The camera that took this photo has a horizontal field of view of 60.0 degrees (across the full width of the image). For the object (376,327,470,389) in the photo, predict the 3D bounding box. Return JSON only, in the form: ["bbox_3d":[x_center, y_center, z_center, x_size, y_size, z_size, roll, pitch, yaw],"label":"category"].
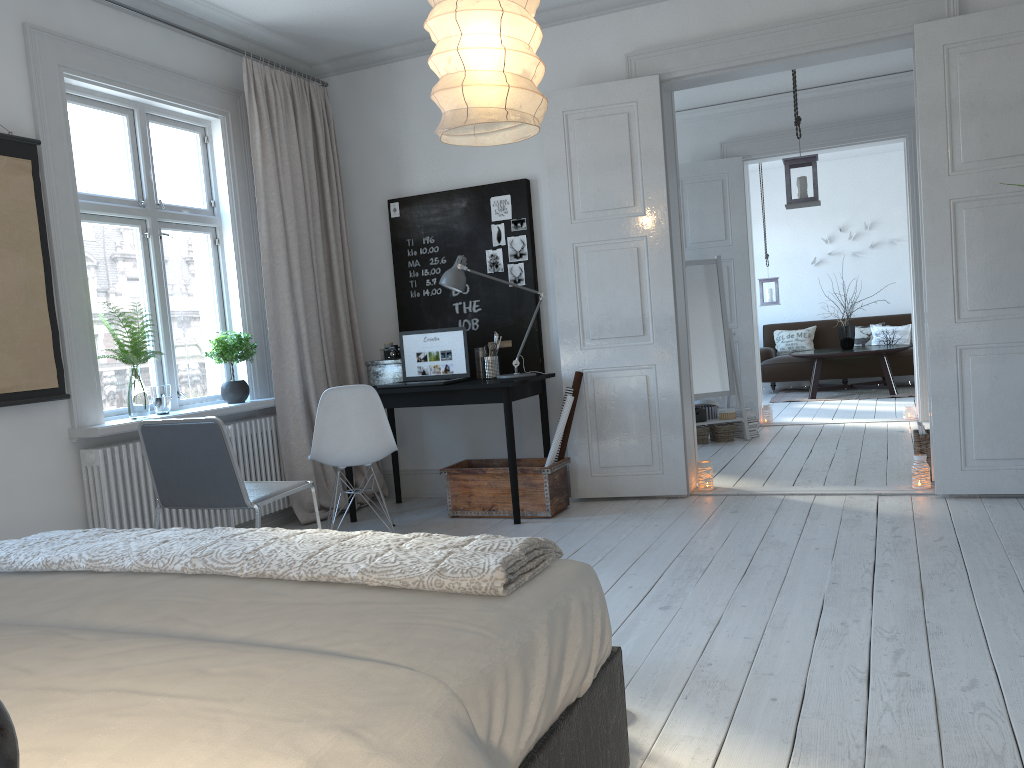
[{"bbox_3d":[-0.517,-0.150,5.059,0.446,0.316,0.325,-3,4,23],"label":"object"}]

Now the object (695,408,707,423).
[{"bbox_3d":[1.450,0.253,7.120,0.165,0.103,0.155,-6,4,-12],"label":"object"}]

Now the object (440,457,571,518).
[{"bbox_3d":[-0.027,0.589,5.029,0.665,0.283,0.339,-3,4,23],"label":"object"}]

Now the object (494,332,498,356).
[{"bbox_3d":[-0.100,-0.170,5.196,0.062,0.264,0.012,-7,5,-24],"label":"object"}]

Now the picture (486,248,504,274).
[{"bbox_3d":[-0.104,-0.741,5.341,0.107,0.150,0.001,-3,5,23],"label":"picture"}]

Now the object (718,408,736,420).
[{"bbox_3d":[1.734,0.242,7.145,0.142,0.075,0.142,-4,4,7],"label":"object"}]

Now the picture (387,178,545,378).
[{"bbox_3d":[-0.295,-0.606,5.470,0.953,1.174,0.063,-3,5,23],"label":"picture"}]

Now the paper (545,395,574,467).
[{"bbox_3d":[0.228,0.382,4.930,0.283,0.627,0.041,-5,4,2],"label":"paper"}]

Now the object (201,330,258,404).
[{"bbox_3d":[-1.556,-0.096,4.916,0.309,0.407,0.271,-6,4,-17],"label":"object"}]

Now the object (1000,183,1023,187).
[{"bbox_3d":[2.267,-0.122,3.068,0.288,1.556,1.043,-8,5,-37],"label":"object"}]

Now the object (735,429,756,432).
[{"bbox_3d":[1.907,0.375,7.290,0.111,0.014,0.156,-6,4,-24],"label":"object"}]

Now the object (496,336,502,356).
[{"bbox_3d":[-0.091,-0.157,5.178,0.084,0.240,0.009,-5,4,0],"label":"object"}]

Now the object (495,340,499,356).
[{"bbox_3d":[-0.099,-0.148,5.188,0.082,0.222,0.009,-8,6,-37],"label":"object"}]

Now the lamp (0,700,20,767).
[{"bbox_3d":[-0.090,0.565,0.094,0.826,0.937,0.449,-1,6,41],"label":"lamp"}]

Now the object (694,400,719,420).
[{"bbox_3d":[1.596,0.202,7.303,0.207,0.159,0.240,-2,4,31],"label":"object"}]

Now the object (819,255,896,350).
[{"bbox_3d":[3.838,-0.919,9.876,0.845,1.067,0.525,-5,4,-6],"label":"object"}]

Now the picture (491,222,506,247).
[{"bbox_3d":[-0.081,-0.894,5.315,0.083,0.146,0.002,-3,5,23],"label":"picture"}]

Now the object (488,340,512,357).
[{"bbox_3d":[-0.064,-0.148,5.225,0.138,0.209,0.034,-4,4,3],"label":"object"}]

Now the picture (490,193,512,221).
[{"bbox_3d":[-0.064,-1.055,5.288,0.148,0.154,0.004,-3,5,23],"label":"picture"}]

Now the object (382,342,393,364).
[{"bbox_3d":[-0.778,-0.185,5.421,0.056,0.130,0.167,-3,4,22],"label":"object"}]

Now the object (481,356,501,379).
[{"bbox_3d":[-0.124,-0.097,5.198,0.108,0.129,0.108,-2,5,38],"label":"object"}]

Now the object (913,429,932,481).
[{"bbox_3d":[2.421,0.397,5.008,0.270,0.265,0.223,-3,4,23],"label":"object"}]

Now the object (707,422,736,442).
[{"bbox_3d":[1.700,0.391,7.194,0.185,0.140,0.295,-5,4,-5],"label":"object"}]

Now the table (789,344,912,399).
[{"bbox_3d":[3.827,-0.142,10.038,1.300,0.504,1.298,-4,4,13],"label":"table"}]

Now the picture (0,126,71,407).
[{"bbox_3d":[-2.188,-0.551,3.548,0.057,1.315,0.791,-3,5,23],"label":"picture"}]

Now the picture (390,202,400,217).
[{"bbox_3d":[-0.736,-1.094,5.571,0.061,0.088,0.004,-3,5,20],"label":"picture"}]

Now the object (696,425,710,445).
[{"bbox_3d":[1.488,0.410,7.170,0.185,0.140,0.295,-5,4,-5],"label":"object"}]

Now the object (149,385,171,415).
[{"bbox_3d":[-1.754,0.080,4.436,0.097,0.146,0.097,-2,5,29],"label":"object"}]

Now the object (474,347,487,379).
[{"bbox_3d":[-0.180,-0.123,5.297,0.079,0.188,0.078,-5,4,2],"label":"object"}]

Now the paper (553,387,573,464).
[{"bbox_3d":[0.249,0.359,4.983,0.266,0.670,0.043,-6,5,-21],"label":"paper"}]

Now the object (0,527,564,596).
[{"bbox_3d":[-0.612,0.393,2.065,1.460,0.104,0.404,-3,4,23],"label":"object"}]

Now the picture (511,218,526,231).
[{"bbox_3d":[0.039,-0.947,5.258,0.095,0.071,0.001,-3,5,23],"label":"picture"}]

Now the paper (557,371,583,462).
[{"bbox_3d":[0.298,0.309,5.034,0.297,0.748,0.048,-6,5,-21],"label":"paper"}]

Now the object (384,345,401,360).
[{"bbox_3d":[-0.717,-0.189,5.322,0.137,0.087,0.073,-3,4,23],"label":"object"}]

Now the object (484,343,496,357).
[{"bbox_3d":[-0.133,-0.138,5.209,0.050,0.199,0.081,-9,6,-42],"label":"object"}]

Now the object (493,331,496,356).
[{"bbox_3d":[-0.104,-0.173,5.197,0.008,0.268,0.060,-1,6,40],"label":"object"}]

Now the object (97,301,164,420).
[{"bbox_3d":[-1.838,-0.112,4.249,0.304,0.565,0.414,-7,5,-33],"label":"object"}]

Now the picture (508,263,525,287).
[{"bbox_3d":[0.026,-0.655,5.295,0.103,0.136,0.001,-3,5,23],"label":"picture"}]

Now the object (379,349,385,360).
[{"bbox_3d":[-0.802,-0.184,5.504,0.040,0.069,0.039,-4,4,11],"label":"object"}]

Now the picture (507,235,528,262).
[{"bbox_3d":[0.033,-0.808,5.275,0.121,0.153,0.002,-3,5,23],"label":"picture"}]
